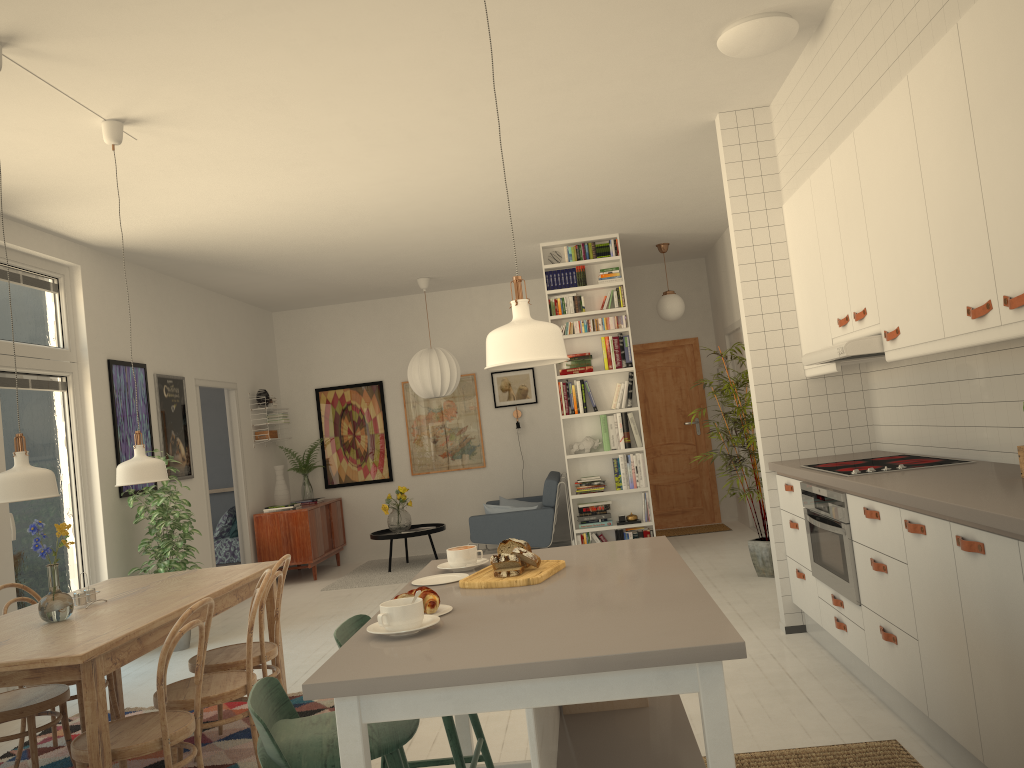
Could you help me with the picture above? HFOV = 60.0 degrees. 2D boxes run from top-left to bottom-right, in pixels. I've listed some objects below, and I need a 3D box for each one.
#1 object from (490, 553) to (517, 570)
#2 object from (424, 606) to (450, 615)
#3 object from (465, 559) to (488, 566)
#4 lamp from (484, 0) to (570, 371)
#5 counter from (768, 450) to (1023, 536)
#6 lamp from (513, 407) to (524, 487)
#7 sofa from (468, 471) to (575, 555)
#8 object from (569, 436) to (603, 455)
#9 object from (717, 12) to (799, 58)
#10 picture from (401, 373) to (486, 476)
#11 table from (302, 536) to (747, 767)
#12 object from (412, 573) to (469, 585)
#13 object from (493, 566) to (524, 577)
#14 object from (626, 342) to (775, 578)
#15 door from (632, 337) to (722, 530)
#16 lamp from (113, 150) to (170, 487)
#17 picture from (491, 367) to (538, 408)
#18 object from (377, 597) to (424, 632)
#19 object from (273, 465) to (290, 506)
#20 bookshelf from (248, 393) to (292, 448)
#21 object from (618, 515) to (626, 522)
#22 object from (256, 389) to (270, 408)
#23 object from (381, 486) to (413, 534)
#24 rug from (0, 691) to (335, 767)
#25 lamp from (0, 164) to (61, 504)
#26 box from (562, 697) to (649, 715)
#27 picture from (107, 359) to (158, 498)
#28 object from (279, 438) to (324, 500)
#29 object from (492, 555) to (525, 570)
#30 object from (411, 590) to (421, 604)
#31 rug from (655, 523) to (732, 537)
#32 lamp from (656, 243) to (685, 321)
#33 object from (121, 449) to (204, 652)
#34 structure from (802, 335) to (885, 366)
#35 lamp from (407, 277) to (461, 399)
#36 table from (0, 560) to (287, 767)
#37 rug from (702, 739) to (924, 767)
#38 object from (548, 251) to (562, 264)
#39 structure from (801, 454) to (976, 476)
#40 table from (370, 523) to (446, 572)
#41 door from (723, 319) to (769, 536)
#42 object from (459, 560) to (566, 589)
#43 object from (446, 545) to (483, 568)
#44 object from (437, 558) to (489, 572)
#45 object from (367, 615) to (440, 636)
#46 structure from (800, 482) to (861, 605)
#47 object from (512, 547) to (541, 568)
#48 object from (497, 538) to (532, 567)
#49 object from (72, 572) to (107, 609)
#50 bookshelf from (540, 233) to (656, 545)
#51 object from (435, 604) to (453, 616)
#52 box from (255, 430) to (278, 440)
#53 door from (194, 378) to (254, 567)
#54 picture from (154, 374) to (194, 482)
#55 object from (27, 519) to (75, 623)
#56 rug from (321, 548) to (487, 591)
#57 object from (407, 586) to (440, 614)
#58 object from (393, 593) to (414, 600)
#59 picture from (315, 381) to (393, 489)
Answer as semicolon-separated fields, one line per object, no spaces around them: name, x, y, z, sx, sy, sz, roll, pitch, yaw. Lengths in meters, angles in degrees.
object;-0.018;0.496;2.477;0.083;0.057;0.072;-7;-3;10
object;-0.224;0.544;2.108;0.122;0.005;0.120;-8;-3;22
object;-0.093;0.546;2.716;0.027;0.011;0.132;-9;-4;43
lamp;-0.045;-0.790;2.407;0.229;1.491;0.229;-7;-3;5
counter;0.401;0.510;2.499;2.856;0.163;4.843;-7;-3;4
lamp;-0.007;0.965;9.747;0.360;1.416;0.112;-7;-3;4
sofa;0.105;1.327;8.845;0.964;0.773;1.602;-7;-3;4
object;0.662;0.544;7.951;0.311;0.150;0.137;-7;-3;12
object;1.082;-1.515;3.901;0.351;0.101;0.351;-4;-4;-44
picture;-0.765;0.452;9.894;0.838;1.053;0.012;-7;-3;4
table;0.116;0.953;2.257;0.794;0.865;1.423;-7;-3;4
object;-0.208;0.567;2.572;0.167;0.005;0.167;-7;-3;0
object;-0.010;0.513;2.418;0.077;0.017;0.068;-7;-3;12
object;1.583;0.592;7.027;0.778;1.712;2.087;-6;-3;-15
door;1.699;0.552;9.750;0.931;2.034;0.159;-7;-3;4
lamp;-1.767;-0.341;4.067;0.229;1.596;0.229;-9;-4;39
picture;0.025;0.043;9.853;0.481;0.402;0.015;-7;-3;4
object;-0.239;0.506;1.933;0.094;0.060;0.098;-7;-3;1
object;-2.380;1.061;9.138;0.160;0.446;0.158;-10;-4;44
bookshelf;-2.549;0.375;9.392;0.184;0.565;0.695;-7;-3;4
object;0.979;1.200;7.894;0.058;0.055;0.058;-7;-3;4
object;-2.572;0.151;9.158;0.139;0.200;0.139;-4;-4;-42
object;-1.159;1.274;8.977;0.291;0.471;0.361;-9;-4;42
rug;-1.642;1.630;3.296;1.748;0.035;3.024;-7;-3;4
lamp;-1.831;-0.376;3.211;0.230;1.596;0.229;-4;-4;-40
box;0.260;0.785;2.617;0.237;0.242;0.357;-7;-3;5
picture;-2.828;0.329;6.627;0.018;0.999;0.545;-7;-3;4
object;-2.260;0.957;9.776;0.476;0.686;0.398;-7;-3;6
object;-0.012;0.495;2.449;0.083;0.055;0.073;-7;-3;11
object;-0.223;0.486;1.919;0.028;0.086;0.102;-3;-4;-45
rug;1.778;1.542;9.248;0.941;0.002;0.552;-7;-3;4
lamp;1.522;-0.993;8.686;0.275;0.768;0.275;-6;-3;-2
object;-2.456;1.169;6.298;0.514;1.425;0.568;-4;-4;-43
structure;1.606;-0.162;3.927;0.482;0.073;0.680;-7;-3;4
lamp;-0.835;-0.471;9.024;0.535;1.229;0.536;-9;-4;38
table;-1.608;1.264;3.535;0.894;0.749;1.797;-7;-3;4
rug;0.942;1.290;2.236;0.750;0.004;1.999;-7;-3;4
object;0.389;-1.141;8.034;0.131;0.131;0.131;-7;-3;0
structure;1.622;0.365;3.911;0.504;0.057;0.763;-7;-3;4
table;-1.025;1.652;8.918;0.760;0.386;0.761;-8;-3;20
door;2.311;0.422;8.556;0.166;2.034;0.955;-7;-3;4
object;0.005;0.532;2.487;0.237;0.019;0.306;-8;-3;20
object;-0.151;0.533;2.735;0.098;0.064;0.094;-4;-4;-38
object;-0.150;0.562;2.732;0.160;0.020;0.160;-5;-3;-30
object;-0.236;0.532;1.934;0.160;0.020;0.160;-7;-3;0
structure;1.703;0.641;3.884;0.704;0.447;0.682;-7;-3;4
object;0.039;0.484;2.471;0.079;0.067;0.074;-7;-3;6
object;0.008;0.483;2.557;0.086;0.087;0.090;-7;-3;12
object;-1.743;0.837;3.618;0.095;0.138;0.154;-7;-3;4
bookshelf;0.777;0.135;8.006;0.710;2.901;0.249;-7;-3;4
object;-0.224;0.546;2.112;0.167;0.005;0.167;-7;-3;0
box;-2.548;0.532;9.205;0.152;0.084;0.265;-7;-3;4
door;-3.078;1.031;8.266;0.882;2.034;0.955;-7;-3;4
picture;-2.778;0.360;7.306;0.020;0.869;0.525;-7;-3;4
object;-1.724;0.694;3.328;0.145;0.389;0.206;-4;-4;-34
rug;-1.013;1.841;8.865;1.304;0.012;1.660;-7;-3;6
object;-0.214;0.516;2.121;0.131;0.060;0.070;-9;-4;42
object;-0.260;0.520;2.092;0.060;0.059;0.074;-5;-3;-27
picture;-1.775;0.572;9.961;0.778;1.134;0.018;-7;-3;4
